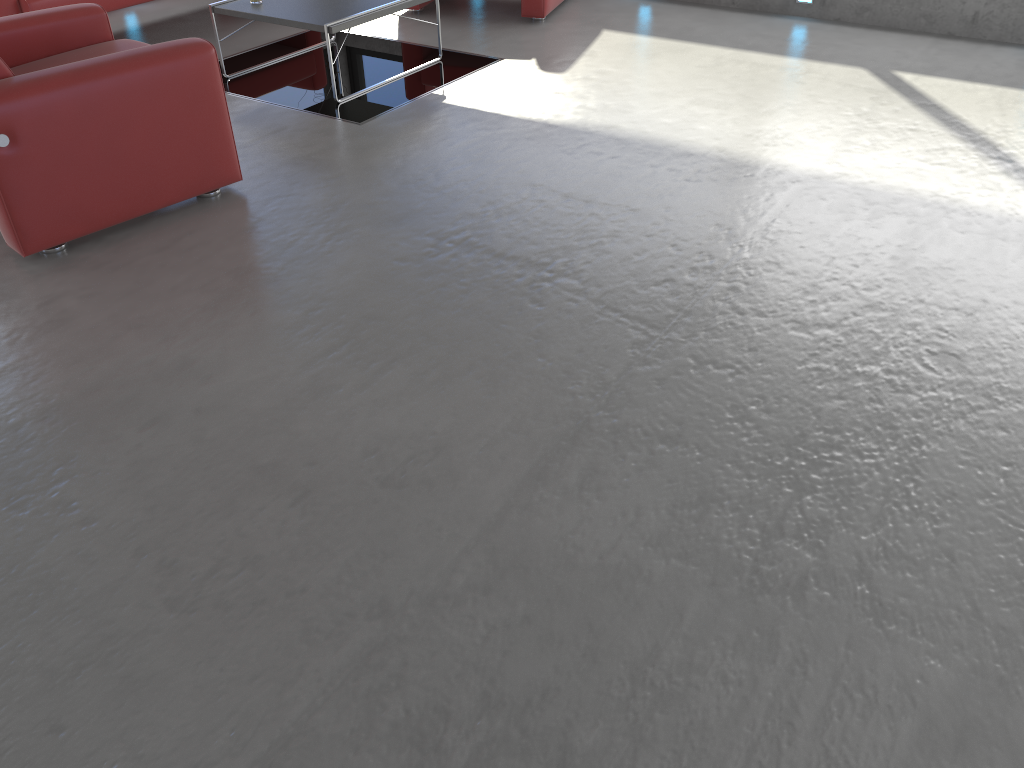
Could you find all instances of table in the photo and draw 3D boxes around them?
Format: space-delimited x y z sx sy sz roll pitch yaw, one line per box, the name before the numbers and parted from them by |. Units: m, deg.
table | -1.129 -2.187 5.529 0.994 0.436 1.018 20 41 27

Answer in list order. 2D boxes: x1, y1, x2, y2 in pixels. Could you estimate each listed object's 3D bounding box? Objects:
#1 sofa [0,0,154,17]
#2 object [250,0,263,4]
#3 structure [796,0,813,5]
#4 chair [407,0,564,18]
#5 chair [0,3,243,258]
sofa | -2.670 -2.924 6.162 1.120 0.854 2.626 20 41 27
object | -1.541 -2.330 5.321 0.079 0.077 0.079 9 37 13
structure | 2.129 -2.823 6.428 0.123 0.123 0.004 20 41 27
chair | -0.178 -3.359 6.693 1.196 0.854 1.130 10 38 15
chair | -2.000 -1.315 3.933 1.196 0.854 1.130 28 45 34
